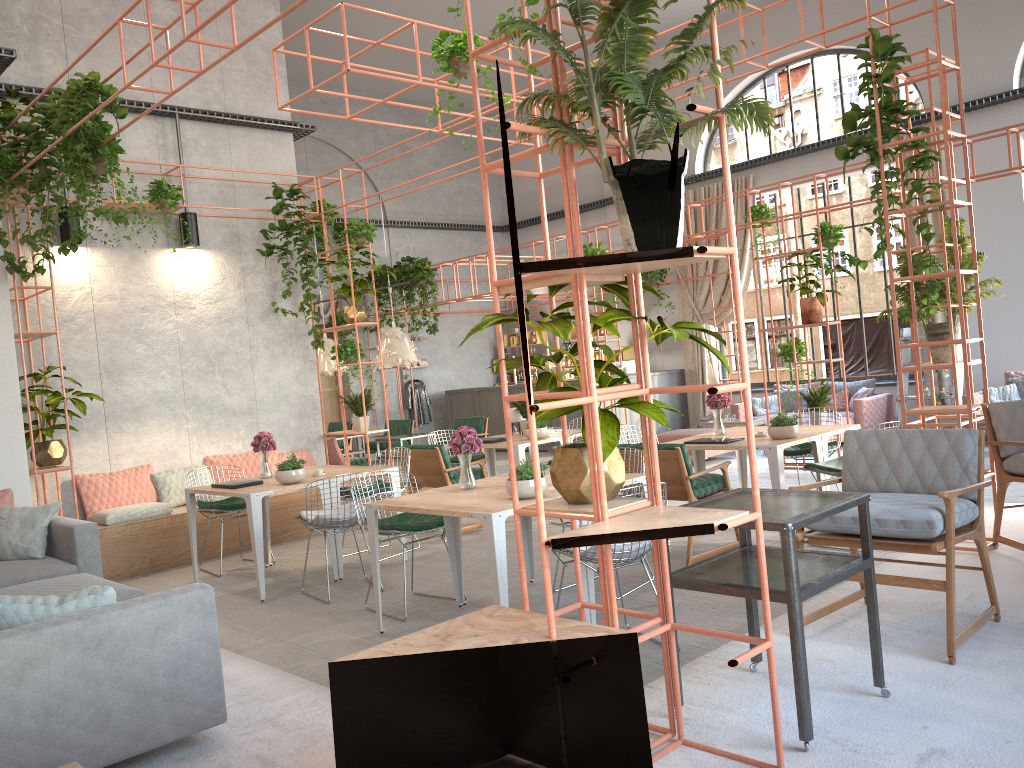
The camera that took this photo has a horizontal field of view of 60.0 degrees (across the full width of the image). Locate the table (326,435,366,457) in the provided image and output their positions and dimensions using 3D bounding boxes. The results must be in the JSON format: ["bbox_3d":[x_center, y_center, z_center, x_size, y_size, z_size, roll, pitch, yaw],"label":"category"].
[{"bbox_3d":[-2.633,1.204,13.525,0.635,0.798,0.602,-7,2,-43],"label":"table"}]

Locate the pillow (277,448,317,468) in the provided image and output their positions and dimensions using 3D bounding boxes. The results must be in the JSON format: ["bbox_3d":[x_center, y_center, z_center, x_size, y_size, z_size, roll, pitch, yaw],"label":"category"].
[{"bbox_3d":[-2.533,0.971,10.262,0.289,0.385,0.666,-4,2,42],"label":"pillow"}]

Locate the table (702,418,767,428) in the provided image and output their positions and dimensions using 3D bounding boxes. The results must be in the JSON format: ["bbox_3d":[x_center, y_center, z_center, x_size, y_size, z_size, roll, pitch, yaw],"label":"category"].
[{"bbox_3d":[3.425,0.783,13.597,0.520,0.455,0.916,-7,2,-43],"label":"table"}]

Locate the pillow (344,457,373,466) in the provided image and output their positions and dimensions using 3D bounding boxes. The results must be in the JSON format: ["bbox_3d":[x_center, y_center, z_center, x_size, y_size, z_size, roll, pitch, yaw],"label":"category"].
[{"bbox_3d":[-2.179,1.048,11.578,0.491,0.149,0.637,-7,2,-42],"label":"pillow"}]

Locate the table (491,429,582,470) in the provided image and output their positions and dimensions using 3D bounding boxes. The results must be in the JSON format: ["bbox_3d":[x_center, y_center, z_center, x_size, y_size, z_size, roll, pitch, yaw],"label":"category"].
[{"bbox_3d":[0.436,0.949,9.807,0.694,0.830,1.214,-7,2,-43],"label":"table"}]

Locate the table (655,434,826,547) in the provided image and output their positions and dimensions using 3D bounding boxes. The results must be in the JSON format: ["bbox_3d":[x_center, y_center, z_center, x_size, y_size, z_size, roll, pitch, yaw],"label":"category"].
[{"bbox_3d":[1.857,0.876,7.315,0.694,0.830,1.205,-7,2,-43],"label":"table"}]

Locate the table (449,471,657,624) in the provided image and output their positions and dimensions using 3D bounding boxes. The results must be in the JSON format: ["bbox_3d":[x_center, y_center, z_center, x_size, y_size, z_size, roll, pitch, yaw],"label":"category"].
[{"bbox_3d":[0.270,1.048,5.880,0.694,0.830,1.214,-7,2,-43],"label":"table"}]

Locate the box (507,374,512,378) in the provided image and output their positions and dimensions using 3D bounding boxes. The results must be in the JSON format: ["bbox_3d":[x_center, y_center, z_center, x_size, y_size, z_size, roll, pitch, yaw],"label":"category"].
[{"bbox_3d":[-0.057,-0.171,19.265,0.058,0.093,0.122,-6,1,-32],"label":"box"}]

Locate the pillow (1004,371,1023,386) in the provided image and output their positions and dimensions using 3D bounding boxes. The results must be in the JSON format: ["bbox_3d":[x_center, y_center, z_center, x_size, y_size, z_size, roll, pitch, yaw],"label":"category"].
[{"bbox_3d":[7.024,0.045,11.865,0.276,0.474,0.839,-7,2,-43],"label":"pillow"}]

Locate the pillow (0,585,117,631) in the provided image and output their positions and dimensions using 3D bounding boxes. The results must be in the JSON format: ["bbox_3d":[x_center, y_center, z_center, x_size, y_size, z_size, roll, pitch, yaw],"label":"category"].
[{"bbox_3d":[-1.791,0.952,3.525,0.499,0.324,0.307,-6,1,-8],"label":"pillow"}]

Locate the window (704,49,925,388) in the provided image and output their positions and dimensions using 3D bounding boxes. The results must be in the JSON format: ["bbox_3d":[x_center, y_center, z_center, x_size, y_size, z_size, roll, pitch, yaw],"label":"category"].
[{"bbox_3d":[5.125,-2.765,15.043,0.089,5.538,4.127,-7,2,-43],"label":"window"}]

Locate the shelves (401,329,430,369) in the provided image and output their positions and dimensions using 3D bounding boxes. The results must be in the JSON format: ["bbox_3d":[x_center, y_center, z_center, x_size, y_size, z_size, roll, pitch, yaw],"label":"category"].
[{"bbox_3d":[-1.960,-0.718,18.043,0.560,0.790,0.186,-7,2,-43],"label":"shelves"}]

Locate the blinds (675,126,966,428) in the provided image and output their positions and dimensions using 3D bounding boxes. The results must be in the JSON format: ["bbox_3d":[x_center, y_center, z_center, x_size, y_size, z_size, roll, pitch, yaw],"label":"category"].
[{"bbox_3d":[4.785,-1.484,14.792,0.414,4.389,4.957,-7,2,-42],"label":"blinds"}]

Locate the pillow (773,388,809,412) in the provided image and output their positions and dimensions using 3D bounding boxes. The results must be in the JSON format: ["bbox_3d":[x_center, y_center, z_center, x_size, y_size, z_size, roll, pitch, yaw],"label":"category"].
[{"bbox_3d":[4.489,0.272,14.341,0.289,0.385,0.666,-7,2,-43],"label":"pillow"}]

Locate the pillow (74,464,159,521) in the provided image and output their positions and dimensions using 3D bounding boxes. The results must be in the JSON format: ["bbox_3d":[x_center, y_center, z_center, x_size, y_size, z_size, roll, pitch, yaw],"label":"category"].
[{"bbox_3d":[-3.942,1.087,8.955,0.276,0.474,0.839,-5,1,37],"label":"pillow"}]

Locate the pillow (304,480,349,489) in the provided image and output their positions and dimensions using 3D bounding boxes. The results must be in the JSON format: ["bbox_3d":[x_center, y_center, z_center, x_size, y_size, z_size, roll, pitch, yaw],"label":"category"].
[{"bbox_3d":[-2.196,1.082,10.019,0.637,0.149,0.491,-7,2,-42],"label":"pillow"}]

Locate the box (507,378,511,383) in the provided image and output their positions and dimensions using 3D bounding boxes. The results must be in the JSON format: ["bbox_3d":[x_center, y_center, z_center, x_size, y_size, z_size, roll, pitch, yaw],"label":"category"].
[{"bbox_3d":[-0.075,-0.075,19.237,0.058,0.093,0.122,-7,2,-43],"label":"box"}]

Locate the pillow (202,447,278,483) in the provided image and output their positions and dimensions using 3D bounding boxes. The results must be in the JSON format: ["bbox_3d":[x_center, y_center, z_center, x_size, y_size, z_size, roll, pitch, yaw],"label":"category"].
[{"bbox_3d":[-2.987,0.976,9.803,0.839,0.474,0.276,-6,1,-23],"label":"pillow"}]

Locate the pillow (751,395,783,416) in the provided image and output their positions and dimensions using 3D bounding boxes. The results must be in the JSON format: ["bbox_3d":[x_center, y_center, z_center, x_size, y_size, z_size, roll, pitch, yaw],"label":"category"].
[{"bbox_3d":[4.115,0.359,14.308,0.500,0.324,0.307,-6,1,-8],"label":"pillow"}]

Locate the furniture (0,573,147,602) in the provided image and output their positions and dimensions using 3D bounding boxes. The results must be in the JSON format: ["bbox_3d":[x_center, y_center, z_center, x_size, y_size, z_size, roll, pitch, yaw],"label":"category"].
[{"bbox_3d":[-2.603,1.352,4.813,0.941,0.446,0.975,-7,2,-43],"label":"furniture"}]

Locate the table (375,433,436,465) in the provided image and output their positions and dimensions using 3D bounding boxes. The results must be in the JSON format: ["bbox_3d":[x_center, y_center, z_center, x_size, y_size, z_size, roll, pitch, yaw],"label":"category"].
[{"bbox_3d":[-1.431,1.113,12.250,0.635,0.798,0.602,-7,2,-43],"label":"table"}]

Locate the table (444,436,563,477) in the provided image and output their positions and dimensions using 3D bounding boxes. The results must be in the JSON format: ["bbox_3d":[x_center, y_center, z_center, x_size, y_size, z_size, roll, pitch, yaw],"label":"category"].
[{"bbox_3d":[-0.064,1.008,9.326,0.694,0.830,1.205,-7,2,-43],"label":"table"}]

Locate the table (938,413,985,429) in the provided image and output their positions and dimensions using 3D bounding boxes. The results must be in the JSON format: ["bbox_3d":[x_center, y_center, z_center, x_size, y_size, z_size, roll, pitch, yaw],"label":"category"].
[{"bbox_3d":[5.847,0.605,11.027,0.520,0.455,0.916,-7,2,-43],"label":"table"}]

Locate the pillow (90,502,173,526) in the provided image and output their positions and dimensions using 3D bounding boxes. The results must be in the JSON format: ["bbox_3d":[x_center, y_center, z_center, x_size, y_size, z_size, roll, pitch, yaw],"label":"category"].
[{"bbox_3d":[-3.687,1.257,8.601,0.637,0.149,0.491,-7,2,-42],"label":"pillow"}]

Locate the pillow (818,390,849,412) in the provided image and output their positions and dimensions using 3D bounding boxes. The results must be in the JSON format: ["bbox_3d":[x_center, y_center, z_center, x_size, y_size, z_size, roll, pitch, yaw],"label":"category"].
[{"bbox_3d":[4.948,0.277,13.671,0.479,0.317,0.441,-5,1,28],"label":"pillow"}]

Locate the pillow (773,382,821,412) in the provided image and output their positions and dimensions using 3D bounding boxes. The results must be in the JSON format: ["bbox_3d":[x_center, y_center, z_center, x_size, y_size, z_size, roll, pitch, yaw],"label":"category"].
[{"bbox_3d":[4.603,0.227,14.434,0.276,0.474,0.839,-7,2,-43],"label":"pillow"}]

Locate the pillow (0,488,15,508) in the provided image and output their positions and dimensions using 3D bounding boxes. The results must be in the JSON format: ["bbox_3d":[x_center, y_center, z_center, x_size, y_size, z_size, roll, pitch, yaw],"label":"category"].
[{"bbox_3d":[-3.835,1.018,6.071,0.836,0.476,0.273,-7,2,-43],"label":"pillow"}]

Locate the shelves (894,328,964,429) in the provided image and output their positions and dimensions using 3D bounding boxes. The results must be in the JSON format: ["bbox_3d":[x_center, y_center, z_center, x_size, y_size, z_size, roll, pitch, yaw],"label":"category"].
[{"bbox_3d":[6.067,-0.035,12.880,0.856,1.618,0.842,-7,2,-43],"label":"shelves"}]

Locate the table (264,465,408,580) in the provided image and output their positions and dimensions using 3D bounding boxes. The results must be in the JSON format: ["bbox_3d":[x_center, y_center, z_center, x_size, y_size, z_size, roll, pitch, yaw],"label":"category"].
[{"bbox_3d":[-1.602,1.188,7.869,0.694,0.830,1.214,-7,2,-43],"label":"table"}]

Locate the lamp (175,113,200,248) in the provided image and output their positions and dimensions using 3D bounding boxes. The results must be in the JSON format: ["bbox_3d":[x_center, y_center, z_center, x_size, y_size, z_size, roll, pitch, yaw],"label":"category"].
[{"bbox_3d":[-3.528,-2.195,9.547,0.179,1.425,0.185,-7,2,-43],"label":"lamp"}]

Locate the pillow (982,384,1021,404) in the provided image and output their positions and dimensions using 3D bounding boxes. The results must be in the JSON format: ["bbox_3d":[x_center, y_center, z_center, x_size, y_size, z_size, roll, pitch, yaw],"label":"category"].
[{"bbox_3d":[6.536,0.177,11.739,0.500,0.324,0.307,-6,1,-8],"label":"pillow"}]

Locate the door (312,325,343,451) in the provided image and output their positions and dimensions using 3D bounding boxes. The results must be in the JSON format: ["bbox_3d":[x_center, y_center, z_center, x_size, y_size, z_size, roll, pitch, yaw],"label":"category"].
[{"bbox_3d":[-4.051,0.269,17.141,1.360,2.729,0.551,-7,2,-43],"label":"door"}]

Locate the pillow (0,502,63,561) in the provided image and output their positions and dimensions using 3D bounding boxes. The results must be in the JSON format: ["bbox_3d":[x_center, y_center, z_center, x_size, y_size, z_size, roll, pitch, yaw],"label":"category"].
[{"bbox_3d":[-3.370,1.019,6.066,0.495,0.349,0.308,-5,1,6],"label":"pillow"}]

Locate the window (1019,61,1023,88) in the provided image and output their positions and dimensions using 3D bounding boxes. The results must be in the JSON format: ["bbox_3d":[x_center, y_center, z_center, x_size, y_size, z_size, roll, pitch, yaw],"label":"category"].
[{"bbox_3d":[8.772,-3.036,11.172,0.089,5.544,4.126,-7,2,-43],"label":"window"}]

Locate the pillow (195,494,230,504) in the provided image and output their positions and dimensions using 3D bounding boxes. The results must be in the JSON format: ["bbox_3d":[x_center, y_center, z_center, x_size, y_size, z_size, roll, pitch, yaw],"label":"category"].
[{"bbox_3d":[-2.930,1.168,9.321,0.637,0.149,0.491,-7,2,-42],"label":"pillow"}]

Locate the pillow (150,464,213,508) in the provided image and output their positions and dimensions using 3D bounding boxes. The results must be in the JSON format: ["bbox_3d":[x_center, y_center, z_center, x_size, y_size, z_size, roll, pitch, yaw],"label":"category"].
[{"bbox_3d":[-3.459,1.079,9.382,0.289,0.385,0.666,-4,2,42],"label":"pillow"}]

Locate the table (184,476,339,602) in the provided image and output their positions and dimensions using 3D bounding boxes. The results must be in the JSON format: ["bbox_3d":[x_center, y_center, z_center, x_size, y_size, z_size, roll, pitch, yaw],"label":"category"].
[{"bbox_3d":[-2.103,1.247,7.388,0.694,0.830,1.205,-7,2,-43],"label":"table"}]

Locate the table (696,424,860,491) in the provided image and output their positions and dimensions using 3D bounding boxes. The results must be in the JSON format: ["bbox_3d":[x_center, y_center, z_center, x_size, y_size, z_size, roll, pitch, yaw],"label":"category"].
[{"bbox_3d":[2.357,0.817,7.796,0.694,0.830,1.214,-7,2,-43],"label":"table"}]

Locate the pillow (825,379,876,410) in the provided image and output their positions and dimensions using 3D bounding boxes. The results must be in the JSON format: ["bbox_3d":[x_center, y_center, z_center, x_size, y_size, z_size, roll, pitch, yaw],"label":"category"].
[{"bbox_3d":[5.216,0.183,13.767,0.273,0.476,0.836,-7,2,-43],"label":"pillow"}]

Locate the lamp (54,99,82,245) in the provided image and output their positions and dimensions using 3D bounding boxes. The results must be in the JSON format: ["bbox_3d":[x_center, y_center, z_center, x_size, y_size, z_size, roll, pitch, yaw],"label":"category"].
[{"bbox_3d":[-4.401,-2.093,8.717,0.179,1.425,0.185,-7,2,-43],"label":"lamp"}]

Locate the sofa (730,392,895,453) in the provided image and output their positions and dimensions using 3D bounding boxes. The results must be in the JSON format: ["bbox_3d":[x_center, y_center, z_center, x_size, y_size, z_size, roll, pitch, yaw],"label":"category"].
[{"bbox_3d":[4.325,0.590,13.507,1.960,0.672,2.219,-7,2,-43],"label":"sofa"}]

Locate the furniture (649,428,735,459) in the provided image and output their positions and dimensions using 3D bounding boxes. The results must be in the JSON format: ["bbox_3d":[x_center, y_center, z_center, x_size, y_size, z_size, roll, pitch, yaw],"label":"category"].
[{"bbox_3d":[2.599,0.882,12.756,0.941,0.446,0.976,-7,2,-43],"label":"furniture"}]

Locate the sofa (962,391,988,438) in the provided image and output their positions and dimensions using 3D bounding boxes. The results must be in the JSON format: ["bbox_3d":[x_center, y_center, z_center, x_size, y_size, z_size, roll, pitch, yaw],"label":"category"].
[{"bbox_3d":[6.746,0.408,10.938,1.960,0.672,2.219,-7,2,-43],"label":"sofa"}]

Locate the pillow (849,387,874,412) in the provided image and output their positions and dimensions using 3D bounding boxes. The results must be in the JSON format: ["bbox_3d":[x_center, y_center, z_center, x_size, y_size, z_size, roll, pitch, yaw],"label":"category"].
[{"bbox_3d":[5.215,0.239,13.305,0.308,0.349,0.495,-5,1,6],"label":"pillow"}]

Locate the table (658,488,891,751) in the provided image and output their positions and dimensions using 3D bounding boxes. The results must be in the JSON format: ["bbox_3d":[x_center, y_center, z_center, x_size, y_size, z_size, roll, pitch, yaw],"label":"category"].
[{"bbox_3d":[1.003,0.858,3.430,0.635,0.798,0.602,-7,2,-43],"label":"table"}]

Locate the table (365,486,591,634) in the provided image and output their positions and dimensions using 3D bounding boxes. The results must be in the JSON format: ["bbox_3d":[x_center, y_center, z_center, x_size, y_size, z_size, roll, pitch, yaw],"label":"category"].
[{"bbox_3d":[-0.229,1.106,5.400,0.694,0.830,1.205,-7,2,-43],"label":"table"}]

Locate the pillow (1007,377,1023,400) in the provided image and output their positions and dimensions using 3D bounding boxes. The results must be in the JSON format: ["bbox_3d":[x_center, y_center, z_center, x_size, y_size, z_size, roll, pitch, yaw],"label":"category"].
[{"bbox_3d":[6.910,0.090,11.772,0.289,0.385,0.666,-7,2,-43],"label":"pillow"}]

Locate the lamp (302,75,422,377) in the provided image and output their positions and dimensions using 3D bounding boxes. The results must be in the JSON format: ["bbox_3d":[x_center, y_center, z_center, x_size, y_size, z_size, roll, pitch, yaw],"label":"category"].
[{"bbox_3d":[-2.996,-2.111,13.482,0.704,4.052,4.456,-7,2,-43],"label":"lamp"}]

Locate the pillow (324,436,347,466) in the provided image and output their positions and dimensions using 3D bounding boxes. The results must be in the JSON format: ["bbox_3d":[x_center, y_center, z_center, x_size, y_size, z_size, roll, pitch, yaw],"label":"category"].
[{"bbox_3d":[-2.429,0.894,11.206,0.839,0.474,0.276,-5,1,37],"label":"pillow"}]
